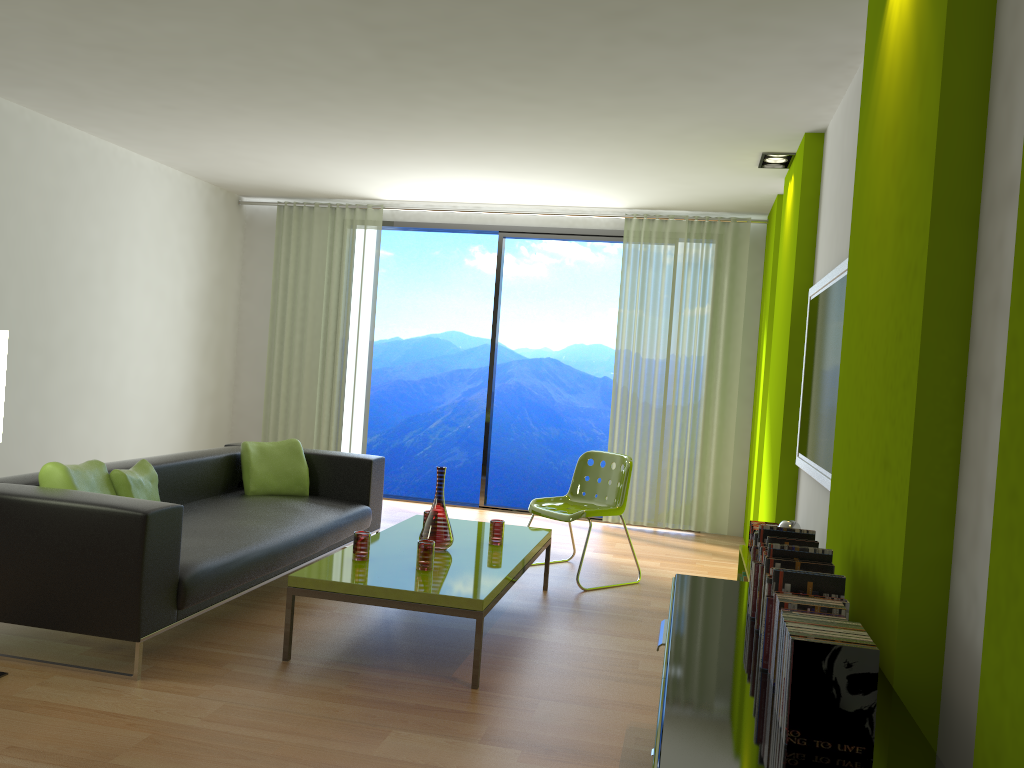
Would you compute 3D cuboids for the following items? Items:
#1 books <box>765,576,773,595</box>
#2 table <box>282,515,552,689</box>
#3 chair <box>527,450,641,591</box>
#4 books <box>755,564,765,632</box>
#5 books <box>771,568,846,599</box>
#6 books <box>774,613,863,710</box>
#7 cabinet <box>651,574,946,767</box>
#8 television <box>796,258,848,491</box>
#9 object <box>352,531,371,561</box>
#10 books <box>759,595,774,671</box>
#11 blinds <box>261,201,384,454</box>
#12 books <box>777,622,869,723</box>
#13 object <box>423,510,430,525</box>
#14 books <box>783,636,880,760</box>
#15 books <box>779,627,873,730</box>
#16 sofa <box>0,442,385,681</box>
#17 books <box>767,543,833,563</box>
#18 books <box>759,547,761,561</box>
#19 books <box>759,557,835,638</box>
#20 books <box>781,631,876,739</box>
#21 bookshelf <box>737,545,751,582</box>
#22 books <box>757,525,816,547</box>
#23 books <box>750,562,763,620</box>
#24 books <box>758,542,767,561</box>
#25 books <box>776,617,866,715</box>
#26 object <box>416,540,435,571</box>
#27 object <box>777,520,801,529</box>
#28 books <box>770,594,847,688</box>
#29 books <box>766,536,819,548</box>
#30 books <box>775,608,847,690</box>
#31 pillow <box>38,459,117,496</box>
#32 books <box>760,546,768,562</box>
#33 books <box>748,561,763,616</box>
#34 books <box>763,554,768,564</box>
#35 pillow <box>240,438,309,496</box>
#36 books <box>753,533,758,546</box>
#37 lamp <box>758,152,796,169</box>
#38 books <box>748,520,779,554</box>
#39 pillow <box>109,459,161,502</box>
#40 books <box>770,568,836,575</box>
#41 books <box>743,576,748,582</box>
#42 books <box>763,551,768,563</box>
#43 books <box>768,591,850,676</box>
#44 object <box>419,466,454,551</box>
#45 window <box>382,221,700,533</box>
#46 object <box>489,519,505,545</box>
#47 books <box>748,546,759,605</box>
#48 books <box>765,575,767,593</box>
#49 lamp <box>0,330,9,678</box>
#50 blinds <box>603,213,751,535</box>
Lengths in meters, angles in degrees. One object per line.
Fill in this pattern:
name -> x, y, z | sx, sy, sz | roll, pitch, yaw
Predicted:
books -> 0.688, 0.574, 2.116 | 0.170, 0.209, 0.036 | 4, 1, 12
table -> -0.348, 0.971, 4.306 | 0.810, 0.349, 1.682 | 4, 1, 12
chair -> 0.416, 0.802, 5.459 | 0.546, 0.759, 0.640 | 3, 1, -40
books -> 0.748, 0.586, 2.372 | 0.180, 0.185, 0.025 | 4, 1, 12
books -> 0.685, 0.559, 2.072 | 0.161, 0.239, 0.020 | 4, 1, 12
books -> 0.620, 0.578, 1.800 | 0.154, 0.200, 0.031 | 4, 1, 12
cabinet -> 0.422, 0.961, 1.330 | 0.547, 0.593, 3.384 | 4, 1, 12
television -> 1.402, -0.036, 3.957 | 0.028, 0.941, 1.537 | 4, 1, 12
object -> -0.668, 0.721, 3.942 | 0.075, 0.122, 0.076 | 3, 1, -44
books -> 0.669, 0.589, 2.050 | 0.178, 0.177, 0.030 | 4, 1, 12
blinds -> -1.704, -0.327, 7.909 | 1.012, 2.568, 0.067 | 4, 1, 12
books -> 0.607, 0.578, 1.735 | 0.154, 0.200, 0.031 | 4, 1, 12
object -> -0.427, 0.728, 4.636 | 0.075, 0.122, 0.076 | 3, 1, -44
books -> 0.586, 0.577, 1.631 | 0.154, 0.202, 0.048 | 4, 1, 12
books -> 0.600, 0.578, 1.700 | 0.154, 0.200, 0.031 | 4, 1, 12
sofa -> -1.559, 0.736, 4.571 | 1.061, 0.639, 2.583 | 4, 1, 12
books -> 0.754, 0.554, 2.349 | 0.163, 0.248, 0.017 | 4, 1, 12
books -> 0.795, 0.580, 2.568 | 0.163, 0.196, 0.018 | 4, 1, 12
books -> 0.741, 0.570, 2.313 | 0.172, 0.217, 0.031 | 4, 1, 12
books -> 0.592, 0.577, 1.661 | 0.154, 0.202, 0.048 | 4, 1, 12
bookshelf -> 1.206, 1.071, 3.981 | 0.306, 0.378, 1.630 | 4, 1, 12
books -> 0.817, 0.555, 2.664 | 0.163, 0.246, 0.017 | 4, 1, 12
books -> 0.770, 0.596, 2.497 | 0.185, 0.164, 0.025 | 4, 1, 12
books -> 0.805, 0.577, 2.617 | 0.163, 0.201, 0.032 | 4, 1, 12
books -> 0.614, 0.578, 1.770 | 0.154, 0.200, 0.031 | 4, 1, 12
object -> -0.375, 0.744, 3.844 | 0.076, 0.122, 0.075 | 4, 1, -23
object -> 1.186, 0.739, 3.819 | 0.107, 0.305, 0.107 | 4, 1, -22
books -> 0.652, 0.579, 1.960 | 0.140, 0.197, 0.069 | 4, 1, 12
books -> 0.810, 0.565, 2.587 | 0.144, 0.227, 0.025 | 4, 1, 12
books -> 0.633, 0.585, 1.871 | 0.131, 0.185, 0.112 | 4, 1, 12
pillow -> -1.850, 0.520, 3.824 | 0.210, 0.403, 0.457 | 4, 1, -3
books -> 0.791, 0.577, 2.547 | 0.163, 0.201, 0.025 | 4, 1, 12
books -> 0.774, 0.596, 2.526 | 0.185, 0.162, 0.025 | 4, 1, 12
books -> 0.773, 0.579, 2.449 | 0.163, 0.198, 0.018 | 4, 1, 12
pillow -> -1.461, 0.519, 5.439 | 0.399, 0.362, 0.269 | 4, 1, -30
books -> 0.819, 0.570, 2.702 | 0.172, 0.215, 0.030 | 4, 1, 12
lamp -> 1.626, -1.429, 5.438 | 0.192, 0.131, 0.352 | 4, 1, 12
books -> 1.299, 0.808, 4.538 | 0.147, 0.150, 0.370 | 4, 1, 12
pillow -> -1.785, 0.533, 4.212 | 0.164, 0.317, 0.380 | 4, 1, -5
books -> 0.731, 0.577, 2.243 | 0.163, 0.204, 0.025 | 4, 1, 12
books -> 1.301, 1.129, 4.696 | 0.158, 0.202, 0.051 | 4, 1, 12
books -> 0.777, 0.577, 2.470 | 0.163, 0.204, 0.025 | 4, 1, 12
books -> 0.671, 0.581, 2.015 | 0.161, 0.196, 0.038 | 4, 1, 12
object -> -0.352, 0.598, 4.262 | 0.168, 0.400, 0.168 | 4, 1, -3
window -> 0.044, -0.115, 7.781 | 3.336, 2.498, 0.219 | 4, 1, 12
object -> -0.078, 0.755, 4.508 | 0.075, 0.122, 0.076 | 3, 1, -44
books -> 0.802, 0.586, 2.646 | 0.180, 0.183, 0.025 | 4, 1, 12
books -> 0.713, 0.583, 2.221 | 0.161, 0.191, 0.021 | 4, 1, 12
lamp -> -1.958, 0.423, 3.090 | 0.302, 1.244, 0.295 | 4, 1, 12
blinds -> 1.345, -0.097, 7.286 | 1.012, 2.568, 0.067 | 4, 1, 12
